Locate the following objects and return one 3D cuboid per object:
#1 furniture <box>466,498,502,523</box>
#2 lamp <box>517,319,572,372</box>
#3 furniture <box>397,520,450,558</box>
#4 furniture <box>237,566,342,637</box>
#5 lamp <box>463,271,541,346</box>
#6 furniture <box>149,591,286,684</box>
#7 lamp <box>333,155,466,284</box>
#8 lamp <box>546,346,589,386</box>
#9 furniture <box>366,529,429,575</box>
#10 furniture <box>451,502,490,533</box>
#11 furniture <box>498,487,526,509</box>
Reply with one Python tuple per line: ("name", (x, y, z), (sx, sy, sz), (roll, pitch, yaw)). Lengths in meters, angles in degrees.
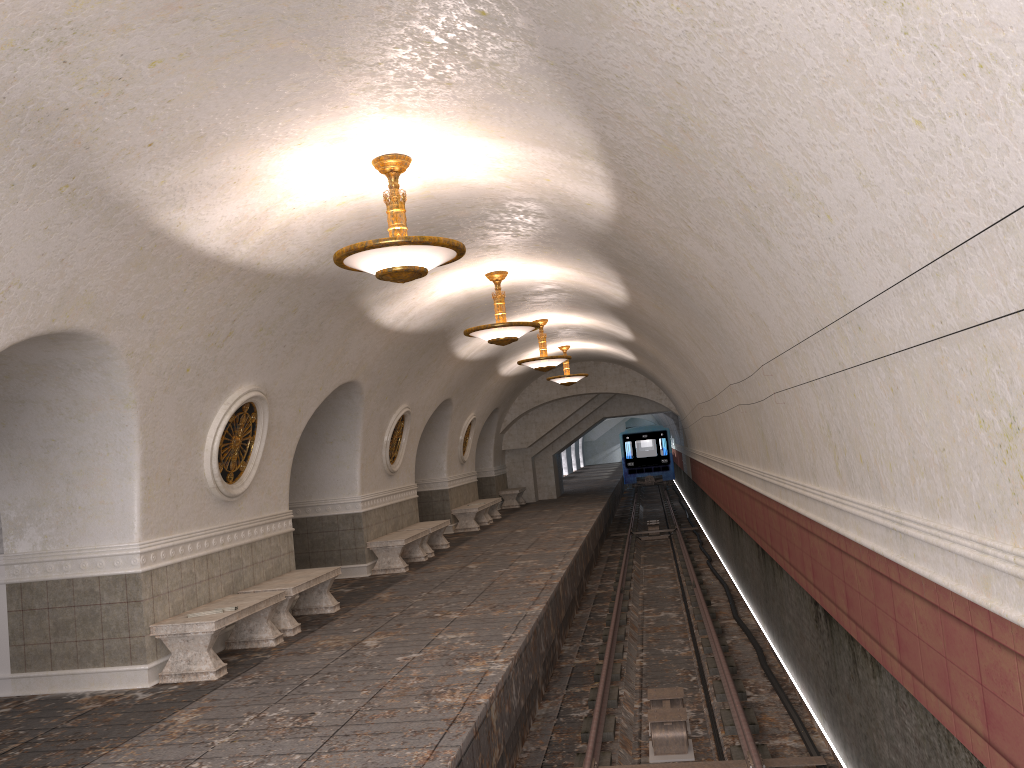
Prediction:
("furniture", (-0.656, 3.127, 21.837), (0.613, 0.508, 1.509), (-6, -4, 8))
("lamp", (0.569, -0.692, 16.325), (1.008, 0.955, 1.008), (-8, -5, 24))
("furniture", (-1.550, 2.789, 15.951), (0.613, 0.508, 1.509), (-6, -4, 8))
("furniture", (-2.453, 2.447, 10.008), (0.613, 0.508, 1.509), (-6, -4, 8))
("lamp", (-0.155, -0.966, 11.559), (1.008, 0.955, 1.008), (-8, -5, 24))
("furniture", (-2.705, 2.352, 8.348), (0.613, 0.508, 1.509), (-6, -4, 8))
("lamp", (-0.879, -1.240, 6.791), (1.008, 0.955, 1.008), (-5, -4, -8))
("lamp", (1.293, -0.418, 21.092), (1.008, 0.955, 1.008), (-3, -5, -36))
("furniture", (-1.802, 2.693, 14.291), (0.613, 0.508, 1.509), (-6, -4, 8))
("furniture", (-0.908, 3.032, 20.177), (0.613, 0.508, 1.509), (-6, -4, 8))
("furniture", (0.037, 3.389, 26.398), (0.613, 0.508, 1.509), (-6, -4, 8))
